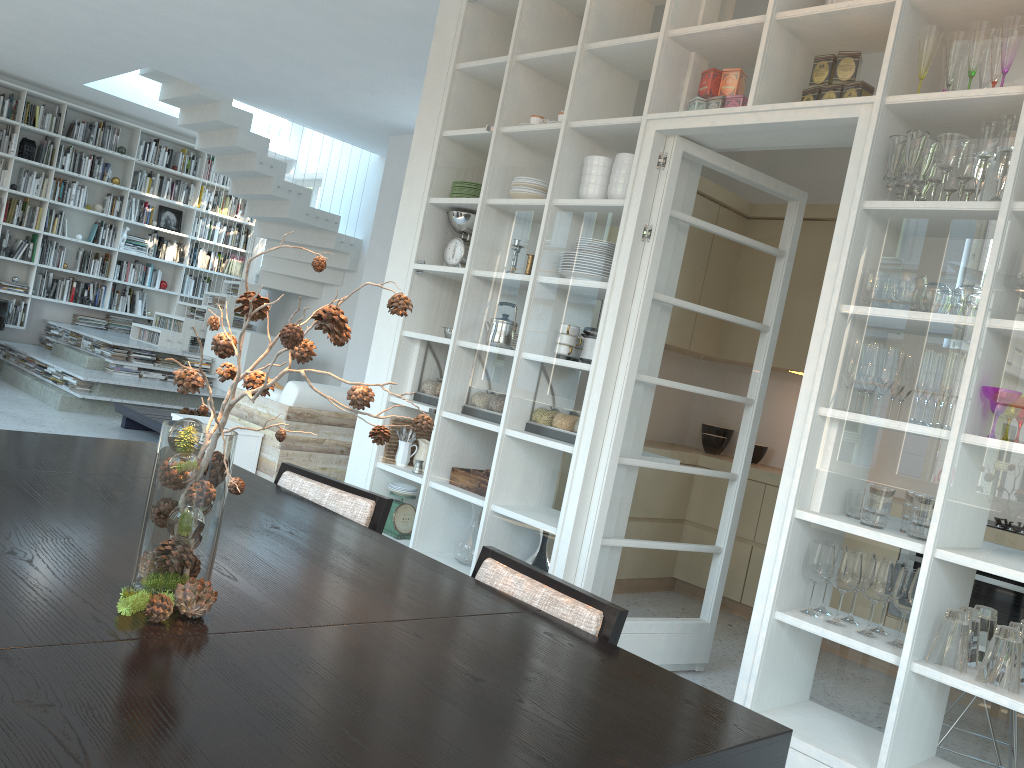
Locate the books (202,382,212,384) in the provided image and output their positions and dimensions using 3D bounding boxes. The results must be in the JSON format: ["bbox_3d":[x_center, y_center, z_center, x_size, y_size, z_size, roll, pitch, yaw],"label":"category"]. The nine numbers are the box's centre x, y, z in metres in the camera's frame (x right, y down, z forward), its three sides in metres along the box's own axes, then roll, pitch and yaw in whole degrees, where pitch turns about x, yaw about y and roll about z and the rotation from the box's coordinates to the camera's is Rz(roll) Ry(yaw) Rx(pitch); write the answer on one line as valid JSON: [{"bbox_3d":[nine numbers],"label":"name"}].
[{"bbox_3d":[-3.356,-0.026,9.539,0.225,0.007,0.133,11,1,-40],"label":"books"}]

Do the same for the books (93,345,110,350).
[{"bbox_3d":[-4.259,-0.374,9.279,0.177,0.026,0.230,10,2,-44],"label":"books"}]

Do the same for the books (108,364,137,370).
[{"bbox_3d":[-3.936,-0.170,8.954,0.257,0.010,0.132,11,1,-40],"label":"books"}]

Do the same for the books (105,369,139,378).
[{"bbox_3d":[-3.928,-0.107,8.935,0.200,0.023,0.262,13,1,44],"label":"books"}]

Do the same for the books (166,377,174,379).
[{"bbox_3d":[-3.545,-0.061,9.355,0.273,0.009,0.129,11,1,-41],"label":"books"}]

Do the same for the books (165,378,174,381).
[{"bbox_3d":[-3.533,-0.040,9.339,0.250,0.018,0.177,11,1,-41],"label":"books"}]

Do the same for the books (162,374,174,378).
[{"bbox_3d":[-3.525,-0.070,9.336,0.190,0.018,0.288,13,2,45],"label":"books"}]

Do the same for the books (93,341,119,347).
[{"bbox_3d":[-4.251,-0.418,9.277,0.260,0.007,0.171,13,1,44],"label":"books"}]

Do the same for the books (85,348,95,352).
[{"bbox_3d":[-4.471,-0.360,9.507,0.132,0.016,0.262,11,1,-39],"label":"books"}]

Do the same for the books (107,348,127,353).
[{"bbox_3d":[-4.055,-0.347,9.093,0.132,0.009,0.269,11,1,-40],"label":"books"}]

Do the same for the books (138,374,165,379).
[{"bbox_3d":[-3.732,-0.083,9.140,0.169,0.019,0.232,12,1,41],"label":"books"}]

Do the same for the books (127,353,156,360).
[{"bbox_3d":[-3.842,-0.286,9.173,0.261,0.009,0.152,11,1,-41],"label":"books"}]

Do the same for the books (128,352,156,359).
[{"bbox_3d":[-3.825,-0.294,9.157,0.230,0.015,0.189,11,1,-39],"label":"books"}]

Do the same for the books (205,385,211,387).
[{"bbox_3d":[-3.357,0.000,9.536,0.179,0.010,0.160,10,2,-44],"label":"books"}]

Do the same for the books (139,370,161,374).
[{"bbox_3d":[-3.735,-0.127,9.151,0.242,0.005,0.152,11,1,-43],"label":"books"}]

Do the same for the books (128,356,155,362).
[{"bbox_3d":[-3.837,-0.261,9.164,0.189,0.013,0.215,13,2,45],"label":"books"}]

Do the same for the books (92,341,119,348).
[{"bbox_3d":[-4.254,-0.408,9.276,0.281,0.013,0.168,13,1,43],"label":"books"}]

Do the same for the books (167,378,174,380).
[{"bbox_3d":[-3.534,-0.052,9.343,0.160,0.005,0.254,13,1,42],"label":"books"}]

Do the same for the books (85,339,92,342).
[{"bbox_3d":[-4.454,-0.456,9.502,0.208,0.017,0.145,12,1,41],"label":"books"}]

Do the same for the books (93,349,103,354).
[{"bbox_3d":[-4.265,-0.330,9.283,0.155,0.007,0.292,11,1,-41],"label":"books"}]

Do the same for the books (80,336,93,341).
[{"bbox_3d":[-4.467,-0.475,9.485,0.256,0.014,0.192,13,1,42],"label":"books"}]

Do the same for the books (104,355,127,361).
[{"bbox_3d":[-4.068,-0.268,9.097,0.144,0.009,0.249,10,2,-44],"label":"books"}]

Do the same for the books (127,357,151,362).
[{"bbox_3d":[-3.856,-0.253,9.181,0.131,0.012,0.208,13,1,42],"label":"books"}]

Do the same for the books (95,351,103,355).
[{"bbox_3d":[-4.265,-0.316,9.287,0.142,0.020,0.230,11,1,-39],"label":"books"}]

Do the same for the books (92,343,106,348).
[{"bbox_3d":[-4.258,-0.392,9.275,0.187,0.009,0.250,11,2,-44],"label":"books"}]

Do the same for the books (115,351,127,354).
[{"bbox_3d":[-4.038,-0.334,9.112,0.189,0.011,0.091,13,1,44],"label":"books"}]

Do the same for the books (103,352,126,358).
[{"bbox_3d":[-4.070,-0.295,9.090,0.207,0.015,0.153,13,1,43],"label":"books"}]

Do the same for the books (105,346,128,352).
[{"bbox_3d":[-4.055,-0.358,9.090,0.228,0.014,0.149,13,1,44],"label":"books"}]

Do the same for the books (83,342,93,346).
[{"bbox_3d":[-4.474,-0.414,9.492,0.178,0.015,0.187,11,1,-39],"label":"books"}]

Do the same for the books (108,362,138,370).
[{"bbox_3d":[-3.923,-0.185,8.944,0.157,0.025,0.234,12,1,41],"label":"books"}]

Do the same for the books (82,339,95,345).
[{"bbox_3d":[-4.466,-0.435,9.495,0.250,0.029,0.174,13,2,44],"label":"books"}]

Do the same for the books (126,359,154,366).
[{"bbox_3d":[-3.848,-0.224,9.168,0.177,0.015,0.216,13,1,44],"label":"books"}]

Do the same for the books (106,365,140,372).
[{"bbox_3d":[-3.930,-0.157,8.946,0.292,0.012,0.159,11,1,-41],"label":"books"}]

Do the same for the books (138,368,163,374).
[{"bbox_3d":[-3.734,-0.136,9.152,0.148,0.013,0.220,13,2,45],"label":"books"}]

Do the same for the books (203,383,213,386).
[{"bbox_3d":[-3.356,-0.014,9.537,0.234,0.017,0.151,11,1,-43],"label":"books"}]

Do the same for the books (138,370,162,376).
[{"bbox_3d":[-3.741,-0.117,9.155,0.211,0.018,0.134,11,1,-41],"label":"books"}]

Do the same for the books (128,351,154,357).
[{"bbox_3d":[-3.839,-0.314,9.175,0.221,0.018,0.154,11,1,-43],"label":"books"}]

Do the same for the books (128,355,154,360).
[{"bbox_3d":[-3.842,-0.275,9.171,0.210,0.012,0.168,11,1,-43],"label":"books"}]

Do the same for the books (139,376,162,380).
[{"bbox_3d":[-3.745,-0.069,9.151,0.152,0.015,0.208,13,1,44],"label":"books"}]

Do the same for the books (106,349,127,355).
[{"bbox_3d":[-4.056,-0.325,9.097,0.137,0.012,0.242,11,1,-43],"label":"books"}]

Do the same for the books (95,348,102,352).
[{"bbox_3d":[-4.257,-0.346,9.287,0.155,0.028,0.189,11,1,-43],"label":"books"}]

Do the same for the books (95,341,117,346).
[{"bbox_3d":[-4.249,-0.425,9.276,0.170,0.008,0.208,11,1,-41],"label":"books"}]

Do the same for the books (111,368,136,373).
[{"bbox_3d":[-3.930,-0.144,8.943,0.210,0.012,0.168,11,1,-40],"label":"books"}]

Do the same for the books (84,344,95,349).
[{"bbox_3d":[-4.470,-0.394,9.501,0.167,0.024,0.192,11,1,-43],"label":"books"}]

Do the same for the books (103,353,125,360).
[{"bbox_3d":[-4.077,-0.282,9.086,0.161,0.014,0.212,11,1,-40],"label":"books"}]

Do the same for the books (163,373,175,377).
[{"bbox_3d":[-3.533,-0.086,9.337,0.275,0.009,0.176,11,2,-44],"label":"books"}]

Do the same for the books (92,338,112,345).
[{"bbox_3d":[-4.256,-0.442,9.266,0.189,0.022,0.237,11,1,-39],"label":"books"}]

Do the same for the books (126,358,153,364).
[{"bbox_3d":[-3.855,-0.240,9.178,0.148,0.013,0.227,13,1,44],"label":"books"}]

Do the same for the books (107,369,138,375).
[{"bbox_3d":[-3.938,-0.124,8.949,0.265,0.006,0.164,11,1,-43],"label":"books"}]

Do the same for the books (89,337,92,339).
[{"bbox_3d":[-4.443,-0.484,9.505,0.134,0.014,0.181,11,1,-39],"label":"books"}]

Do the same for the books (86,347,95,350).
[{"bbox_3d":[-4.461,-0.373,9.513,0.136,0.013,0.257,10,2,-44],"label":"books"}]

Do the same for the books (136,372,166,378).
[{"bbox_3d":[-3.736,-0.100,9.147,0.158,0.012,0.273,13,1,44],"label":"books"}]

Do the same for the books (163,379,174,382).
[{"bbox_3d":[-3.550,-0.030,9.354,0.144,0.009,0.250,13,2,45],"label":"books"}]

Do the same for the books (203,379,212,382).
[{"bbox_3d":[-3.355,-0.047,9.542,0.215,0.007,0.130,11,1,-42],"label":"books"}]

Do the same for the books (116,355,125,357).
[{"bbox_3d":[-4.063,-0.304,9.094,0.134,0.006,0.226,11,1,-40],"label":"books"}]

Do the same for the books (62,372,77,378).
[{"bbox_3d":[-4.067,-0.076,8.300,0.256,0.014,0.192,13,1,42],"label":"books"}]

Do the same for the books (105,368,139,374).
[{"bbox_3d":[-3.937,-0.131,8.949,0.159,0.008,0.285,13,1,44],"label":"books"}]

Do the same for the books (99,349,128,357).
[{"bbox_3d":[-4.075,-0.316,9.080,0.296,0.014,0.185,13,2,45],"label":"books"}]
